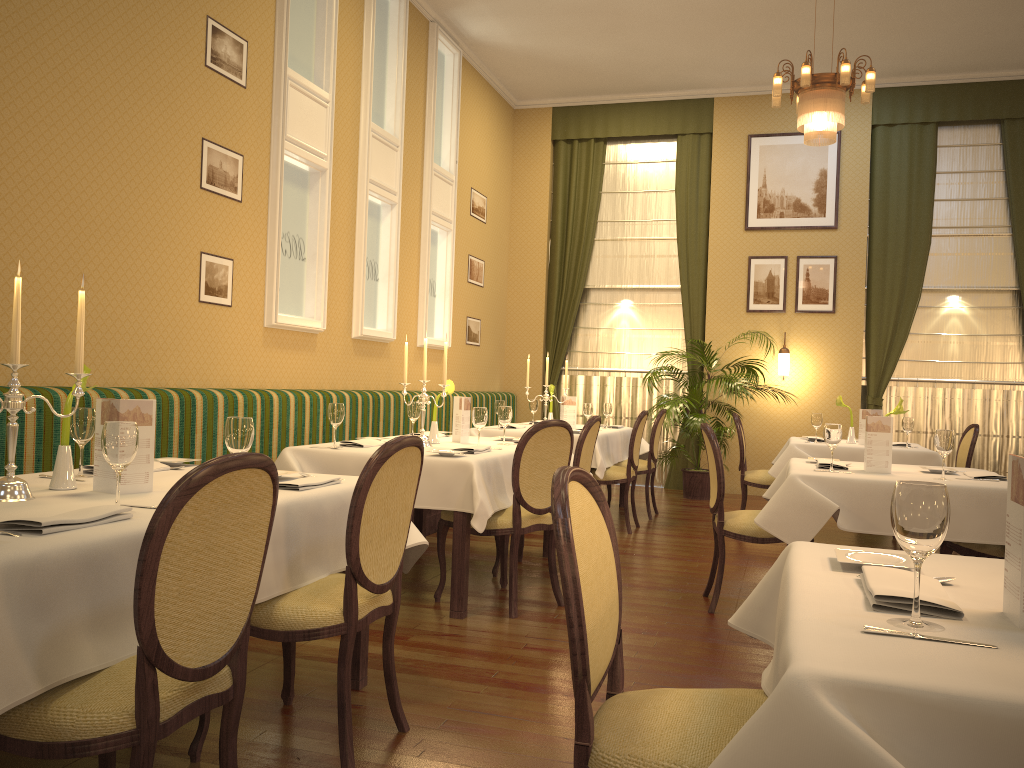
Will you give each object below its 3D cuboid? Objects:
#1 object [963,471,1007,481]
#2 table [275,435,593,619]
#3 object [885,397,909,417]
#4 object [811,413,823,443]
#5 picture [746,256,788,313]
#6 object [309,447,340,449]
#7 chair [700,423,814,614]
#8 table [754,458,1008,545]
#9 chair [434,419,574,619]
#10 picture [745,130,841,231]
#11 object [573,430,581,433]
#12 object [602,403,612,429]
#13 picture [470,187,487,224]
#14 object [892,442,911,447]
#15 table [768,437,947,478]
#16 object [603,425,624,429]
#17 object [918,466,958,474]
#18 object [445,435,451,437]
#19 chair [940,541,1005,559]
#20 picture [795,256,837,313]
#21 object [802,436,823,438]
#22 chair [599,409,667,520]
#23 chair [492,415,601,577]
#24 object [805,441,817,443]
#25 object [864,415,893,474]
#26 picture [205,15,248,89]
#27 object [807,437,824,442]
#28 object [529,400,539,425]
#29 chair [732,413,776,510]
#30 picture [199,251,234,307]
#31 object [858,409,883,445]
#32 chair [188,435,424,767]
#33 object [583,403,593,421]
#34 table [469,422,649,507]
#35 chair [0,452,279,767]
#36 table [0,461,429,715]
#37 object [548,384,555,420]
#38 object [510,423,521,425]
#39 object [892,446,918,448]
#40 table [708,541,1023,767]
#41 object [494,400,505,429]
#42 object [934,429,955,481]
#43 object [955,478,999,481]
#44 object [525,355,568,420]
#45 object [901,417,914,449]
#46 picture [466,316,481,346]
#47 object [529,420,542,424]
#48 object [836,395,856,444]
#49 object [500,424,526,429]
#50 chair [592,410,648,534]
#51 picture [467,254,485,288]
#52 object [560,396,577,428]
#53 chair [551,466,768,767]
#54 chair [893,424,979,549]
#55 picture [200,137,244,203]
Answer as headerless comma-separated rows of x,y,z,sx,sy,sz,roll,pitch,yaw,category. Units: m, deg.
2.272,0.440,4.266,0.142,0.024,0.273,2,0,17,object
-0.376,0.725,5.151,1.385,0.759,2.152,2,0,18,table
1.882,0.248,4.421,0.163,0.375,0.076,2,0,-6,object
2.368,0.341,6.895,0.088,0.229,0.088,2,0,-25,object
2.792,-1.091,9.715,0.412,0.619,0.022,2,0,17,picture
-0.946,0.320,4.494,0.181,0.015,0.038,2,0,19,object
1.262,0.692,4.651,0.571,0.955,0.530,2,0,7,chair
1.928,0.813,4.425,1.389,0.759,1.395,2,0,19,table
-0.015,0.643,4.518,0.571,0.955,0.530,2,0,42,chair
3.048,-2.206,9.645,0.966,1.057,0.027,2,0,17,picture
0.491,0.372,6.891,0.160,0.024,0.160,2,0,17,object
0.837,0.283,7.812,0.088,0.229,0.088,2,0,-25,object
-0.358,-1.919,9.558,0.008,0.294,0.504,2,0,17,picture
3.024,0.471,6.929,0.142,0.024,0.273,2,0,17,object
2.736,0.845,7.000,1.389,0.759,1.395,2,0,19,table
0.925,0.391,8.085,0.142,0.024,0.273,2,0,17,object
2.124,0.434,4.423,0.160,0.024,0.160,2,0,17,object
-0.479,0.338,5.858,0.181,0.015,0.038,2,0,19,object
2.442,0.737,4.249,0.571,0.955,0.530,2,0,-3,chair
3.277,-1.073,9.562,0.412,0.619,0.022,2,0,17,picture
2.488,0.449,7.353,0.160,0.024,0.160,2,0,17,object
1.062,0.686,7.861,0.571,0.955,0.530,2,0,17,chair
0.224,0.652,5.296,0.571,0.955,0.530,2,0,17,chair
2.346,0.449,6.812,0.185,0.010,0.017,2,0,19,object
1.766,0.294,4.342,0.081,0.277,0.166,2,0,-26,object
-1.698,-1.972,5.288,0.008,0.294,0.401,2,0,17,picture
2.437,0.444,7.087,0.142,0.033,0.273,2,0,17,object
0.196,0.258,8.087,0.088,0.229,0.088,2,0,-25,object
2.070,0.724,7.216,0.571,0.955,0.530,2,0,17,chair
-1.755,-0.617,5.270,0.008,0.294,0.313,2,0,17,picture
2.754,0.334,6.817,0.166,0.277,0.081,2,0,24,object
-0.587,0.620,2.709,0.571,0.955,0.530,2,0,17,chair
0.631,0.274,7.383,0.088,0.229,0.088,2,0,-25,object
0.432,0.757,7.727,1.385,0.759,2.152,2,0,18,table
-0.839,0.610,1.912,0.571,0.955,0.530,2,0,17,chair
-1.185,0.692,2.571,1.385,0.759,2.152,2,0,18,table
0.342,0.191,7.751,0.076,0.375,0.163,2,0,4,object
0.018,0.354,7.656,0.160,0.024,0.160,2,0,17,object
2.960,0.473,6.679,0.185,0.010,0.017,2,0,18,object
1.018,0.777,1.524,1.389,0.759,1.395,2,0,19,table
-0.102,0.246,7.152,0.088,0.229,0.088,2,0,-25,object
1.979,0.325,4.064,0.088,0.229,0.088,2,0,-31,object
2.152,0.441,4.105,0.185,0.010,0.017,2,0,18,object
0.288,0.052,7.424,0.390,0.655,0.131,2,0,23,object
2.935,0.363,6.580,0.088,0.229,0.088,2,0,-25,object
-0.414,-0.564,9.544,0.008,0.294,0.437,2,0,17,picture
0.265,0.362,8.279,0.142,0.033,0.273,2,0,17,object
2.642,0.279,7.005,0.163,0.375,0.076,2,0,39,object
0.009,0.351,7.342,0.142,0.033,0.273,2,0,17,object
0.778,0.675,7.068,0.571,0.955,0.530,2,0,17,chair
-0.385,-1.215,9.557,0.008,0.294,0.504,2,0,17,picture
0.476,0.247,7.785,0.166,0.277,0.081,2,0,34,object
0.352,0.656,1.740,0.571,0.955,0.530,2,0,17,chair
3.239,0.769,6.795,0.571,0.955,0.530,2,0,17,chair
-1.725,-1.268,5.288,0.008,0.294,0.401,2,0,17,picture
